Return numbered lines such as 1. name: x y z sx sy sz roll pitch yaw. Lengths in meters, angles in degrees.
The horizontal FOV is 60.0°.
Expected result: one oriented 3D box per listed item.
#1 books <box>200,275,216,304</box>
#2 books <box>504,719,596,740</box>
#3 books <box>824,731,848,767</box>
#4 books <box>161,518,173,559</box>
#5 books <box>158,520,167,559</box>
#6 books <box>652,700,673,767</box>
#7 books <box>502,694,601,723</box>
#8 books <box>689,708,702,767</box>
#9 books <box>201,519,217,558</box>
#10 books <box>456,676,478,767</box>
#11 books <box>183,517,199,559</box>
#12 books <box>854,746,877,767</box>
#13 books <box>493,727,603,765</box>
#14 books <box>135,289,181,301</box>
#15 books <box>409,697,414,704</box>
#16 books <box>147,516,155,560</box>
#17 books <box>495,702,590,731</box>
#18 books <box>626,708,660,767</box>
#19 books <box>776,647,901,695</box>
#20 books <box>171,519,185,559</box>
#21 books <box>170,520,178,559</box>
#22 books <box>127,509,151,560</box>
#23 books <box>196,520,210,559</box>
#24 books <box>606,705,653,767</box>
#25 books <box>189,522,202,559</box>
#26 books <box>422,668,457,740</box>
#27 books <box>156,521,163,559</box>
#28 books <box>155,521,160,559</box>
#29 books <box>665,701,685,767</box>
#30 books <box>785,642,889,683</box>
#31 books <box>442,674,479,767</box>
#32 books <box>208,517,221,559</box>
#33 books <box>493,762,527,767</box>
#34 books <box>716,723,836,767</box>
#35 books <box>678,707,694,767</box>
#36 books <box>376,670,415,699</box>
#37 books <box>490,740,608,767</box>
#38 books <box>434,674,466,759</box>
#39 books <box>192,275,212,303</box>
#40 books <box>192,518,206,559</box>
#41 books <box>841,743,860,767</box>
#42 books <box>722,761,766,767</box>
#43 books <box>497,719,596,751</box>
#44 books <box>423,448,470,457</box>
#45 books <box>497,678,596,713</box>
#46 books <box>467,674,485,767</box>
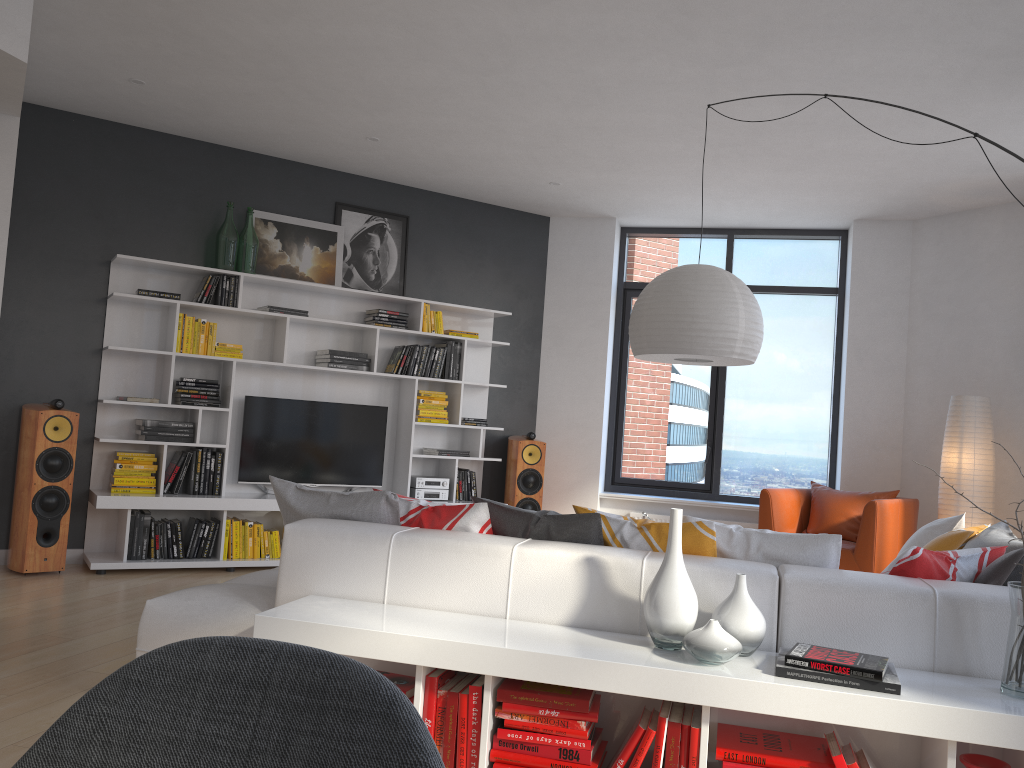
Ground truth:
1. books: -2.136 -0.647 6.189 0.087 0.214 0.171 6 -3 -30
2. books: 0.113 0.964 2.539 0.236 0.023 0.178 3 -3 14
3. books: 0.896 1.075 2.334 0.134 0.248 0.192 3 -3 14
4. books: -2.315 1.036 5.951 0.066 0.255 0.193 6 -3 -31
5. books: -2.334 1.038 5.927 0.050 0.242 0.169 6 -3 -31
6. books: 0.406 1.032 2.445 0.046 0.282 0.199 3 -3 14
7. books: 0.118 0.915 2.543 0.266 0.026 0.187 4 -3 9
8. books: 0.496 1.042 2.413 0.028 0.269 0.181 3 -3 14
9. books: -2.102 1.059 6.092 0.084 0.249 0.191 6 -3 -31
10. books: -0.117 1.012 2.593 0.042 0.259 0.195 3 -3 14
11. books: -2.199 1.045 6.040 0.066 0.260 0.197 6 -3 -31
12. books: 0.993 1.095 2.302 0.186 0.223 0.188 3 -3 15
13. books: 0.108 1.023 2.558 0.279 0.039 0.206 3 -3 15
14. books: -2.400 -0.593 6.006 0.268 0.046 0.208 6 -3 -27
15. books: -0.391 0.946 2.723 0.254 0.025 0.178 3 -3 14
16. books: -2.410 1.019 5.903 0.053 0.268 0.202 6 -3 -31
17. books: 0.099 0.940 2.553 0.257 0.025 0.182 3 -3 14
18. books: 0.344 1.044 2.459 0.115 0.245 0.192 3 -3 14
19. books: 0.868 0.765 2.377 0.300 0.026 0.245 3 -3 19
20. books: -2.258 1.043 5.981 0.083 0.249 0.191 6 -3 -31
21. books: -2.286 1.044 5.960 0.066 0.242 0.177 6 -3 -31
22. books: -2.487 0.989 5.862 0.128 0.321 0.259 6 -3 -31
23. books: -2.129 1.059 6.063 0.071 0.243 0.179 6 -3 -32
24. books: 0.305 1.041 2.476 0.144 0.247 0.188 3 -3 14
25. books: -2.166 1.057 6.026 0.069 0.242 0.172 6 -3 -30
26. books: -0.218 0.991 2.626 0.036 0.294 0.208 3 -3 14
27. books: -2.357 1.040 5.922 0.049 0.236 0.170 6 -3 -30
28. books: -2.381 1.037 5.915 0.053 0.240 0.189 6 -3 -30
29. books: 0.446 1.039 2.451 0.038 0.270 0.215 3 -3 14
30. books: 0.864 0.737 2.354 0.238 0.027 0.188 2 -3 28
31. books: -0.152 1.011 2.612 0.034 0.259 0.207 3 -3 14
32. books: -2.073 1.057 6.111 0.066 0.260 0.197 6 -3 -31
33. books: 0.097 1.083 2.518 0.266 0.026 0.187 3 -3 14
34. books: 0.716 1.002 2.433 0.301 0.032 0.227 3 -3 14
35. books: 0.473 1.044 2.434 0.028 0.266 0.188 3 -3 14
36. books: -0.384 0.919 2.713 0.206 0.029 0.152 3 -3 20
37. books: 0.111 1.058 2.554 0.301 0.032 0.227 3 -3 14
38. books: -0.185 1.010 2.619 0.031 0.255 0.181 3 -3 14
39. books: -2.161 -0.651 6.167 0.096 0.213 0.166 6 -4 -32
40. books: -2.158 1.052 6.061 0.075 0.254 0.192 6 -3 -32
41. books: 0.940 1.086 2.316 0.148 0.232 0.171 3 -3 16
42. books: 0.714 1.036 2.406 0.279 0.039 0.206 3 -3 13
43. books: 0.104 0.989 2.545 0.261 0.027 0.191 3 -3 10
44. books: -0.532 0.550 7.144 0.310 0.047 0.250 6 -4 -35
45. books: 0.104 0.885 2.557 0.259 0.034 0.206 3 -3 11
46. books: -0.082 0.999 2.590 0.049 0.291 0.214 3 -3 14
